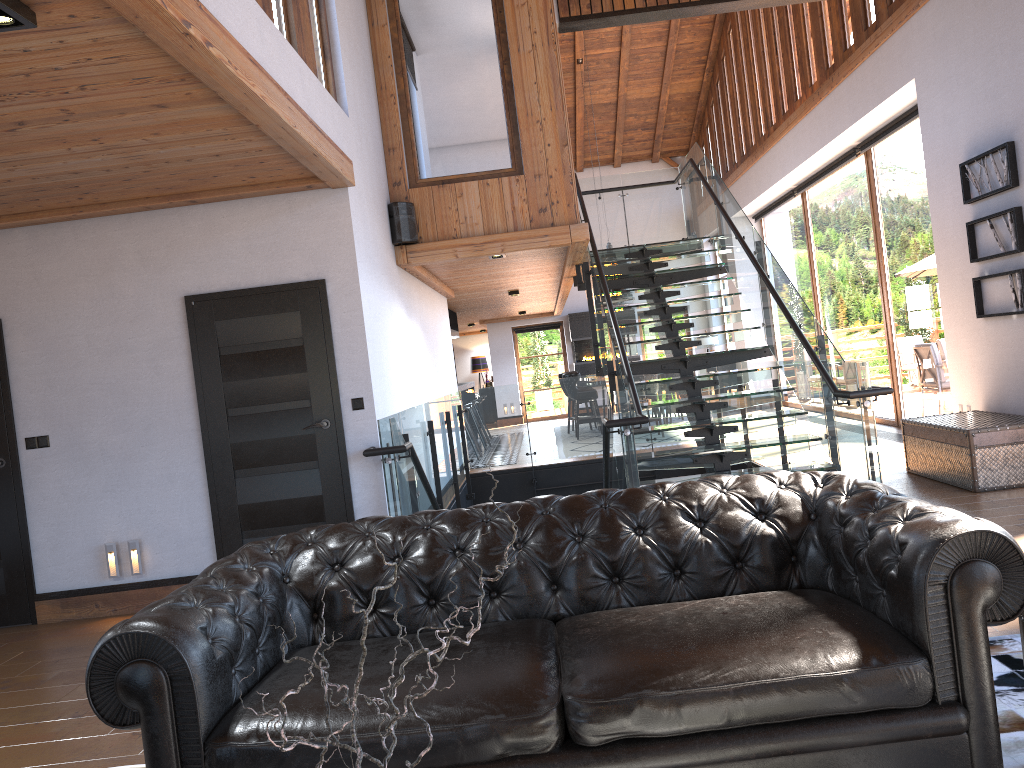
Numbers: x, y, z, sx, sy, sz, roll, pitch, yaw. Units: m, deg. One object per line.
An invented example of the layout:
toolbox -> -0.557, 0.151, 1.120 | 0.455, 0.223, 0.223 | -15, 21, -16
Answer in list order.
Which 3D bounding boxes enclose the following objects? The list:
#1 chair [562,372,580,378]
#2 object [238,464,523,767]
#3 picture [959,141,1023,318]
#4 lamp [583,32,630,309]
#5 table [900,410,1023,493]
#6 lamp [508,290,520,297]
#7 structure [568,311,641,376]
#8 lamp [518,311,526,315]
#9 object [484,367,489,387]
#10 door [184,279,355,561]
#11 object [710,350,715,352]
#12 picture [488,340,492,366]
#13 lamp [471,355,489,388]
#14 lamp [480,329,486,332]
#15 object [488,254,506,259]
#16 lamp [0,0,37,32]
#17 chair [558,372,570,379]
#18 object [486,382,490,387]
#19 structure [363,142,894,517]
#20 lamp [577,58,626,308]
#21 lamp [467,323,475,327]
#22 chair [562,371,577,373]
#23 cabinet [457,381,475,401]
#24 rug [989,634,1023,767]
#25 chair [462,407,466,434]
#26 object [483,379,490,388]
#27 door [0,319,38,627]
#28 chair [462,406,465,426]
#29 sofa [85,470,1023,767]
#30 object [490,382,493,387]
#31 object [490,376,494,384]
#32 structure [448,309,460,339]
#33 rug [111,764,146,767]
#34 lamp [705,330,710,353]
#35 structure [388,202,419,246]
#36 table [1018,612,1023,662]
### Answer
chair -> 1.153, 0.342, 14.330 | 0.568, 1.092, 0.504 | -7, 1, 0
object -> -0.192, 0.577, 1.383 | 0.404, 0.808, 0.623 | -7, 1, 13
picture -> 3.873, -1.199, 7.115 | 0.059, 1.312, 0.774 | -7, 1, 2
lamp -> 1.450, -3.550, 14.583 | 0.629, 4.684, 0.613 | -7, 1, -44
table -> 3.722, 0.512, 7.112 | 0.684, 0.469, 1.255 | -7, 1, 2
lamp -> 0.027, -1.313, 12.799 | 0.155, 0.068, 0.261 | -7, 1, 2
structure -> 2.044, -0.800, 19.486 | 1.444, 1.649, 0.433 | -7, 1, 1
lamp -> 0.210, -1.451, 18.087 | 0.155, 0.068, 0.261 | -7, 1, 2
object -> -0.563, -0.161, 20.253 | 0.152, 0.504, 0.325 | -7, 1, 1
door -> -1.582, 0.380, 5.904 | 0.941, 2.055, 0.144 | -7, 1, 1
object -> 4.152, -0.562, 18.295 | 0.150, 0.287, 0.500 | -7, 1, 2
picture -> -0.479, -0.693, 20.380 | 0.020, 0.781, 0.563 | -7, 1, 2
lamp -> -0.324, 0.004, 24.808 | 1.643, 1.698, 0.519 | -7, 1, -20
lamp -> -0.800, -1.469, 24.418 | 0.155, 0.068, 0.261 | -7, 1, 2
object -> -0.137, -1.189, 8.056 | 0.155, 0.068, 0.261 | -7, 1, 2
lamp -> -1.647, -1.197, 2.796 | 0.155, 0.068, 0.261 | -7, 1, 2
chair -> 1.137, 0.322, 15.294 | 0.572, 1.092, 0.501 | -7, 1, -15
object -> -0.540, 0.028, 19.966 | 0.109, 0.135, 0.096 | -7, 1, -8
structure -> 3.665, 0.306, 9.716 | 9.206, 6.397, 11.033 | -7, 1, 2
lamp -> 1.505, -3.591, 16.175 | 0.629, 4.684, 0.613 | -7, 1, -44
lamp -> -0.938, -1.365, 20.434 | 0.155, 0.068, 0.261 | -7, 1, 2
chair -> 1.231, 0.303, 16.113 | 0.566, 1.092, 0.506 | -7, 1, 10
cabinet -> -1.178, 0.611, 14.680 | 0.888, 1.103, 4.804 | -7, 1, 2
rug -> 1.844, 1.049, 2.400 | 3.805, 0.053, 2.434 | -7, 1, 2
chair -> -0.750, 0.707, 13.952 | 0.469, 0.839, 0.538 | -7, 1, -1
object -> -0.582, -0.011, 20.515 | 0.201, 0.197, 0.357 | -7, 1, 13
door -> -3.747, 0.641, 5.930 | 0.941, 2.055, 0.144 | -7, 1, 1
chair -> -0.734, 0.721, 13.195 | 0.469, 0.839, 0.539 | -7, 1, 2
sofa -> 0.160, 0.846, 2.915 | 2.565, 0.838, 1.240 | -7, 1, 0
object -> -0.491, 0.020, 20.090 | 0.107, 0.135, 0.098 | -6, 1, 33
object -> -0.515, -0.056, 20.566 | 0.209, 0.270, 0.287 | -7, 1, 2
structure -> -1.387, -0.975, 14.476 | 0.710, 0.476, 3.253 | -7, 1, 2
rug -> -1.299, 1.451, 1.335 | 2.430, 0.053, 4.048 | -7, 1, 2
lamp -> 4.154, -0.794, 18.816 | 0.468, 0.725, 0.472 | -7, 1, 11
structure -> -0.927, -1.364, 7.550 | 0.213, 0.349, 0.214 | -7, 1, 1
table -> 1.675, 0.791, 2.382 | 0.405, 0.609, 0.418 | -7, 1, 1
